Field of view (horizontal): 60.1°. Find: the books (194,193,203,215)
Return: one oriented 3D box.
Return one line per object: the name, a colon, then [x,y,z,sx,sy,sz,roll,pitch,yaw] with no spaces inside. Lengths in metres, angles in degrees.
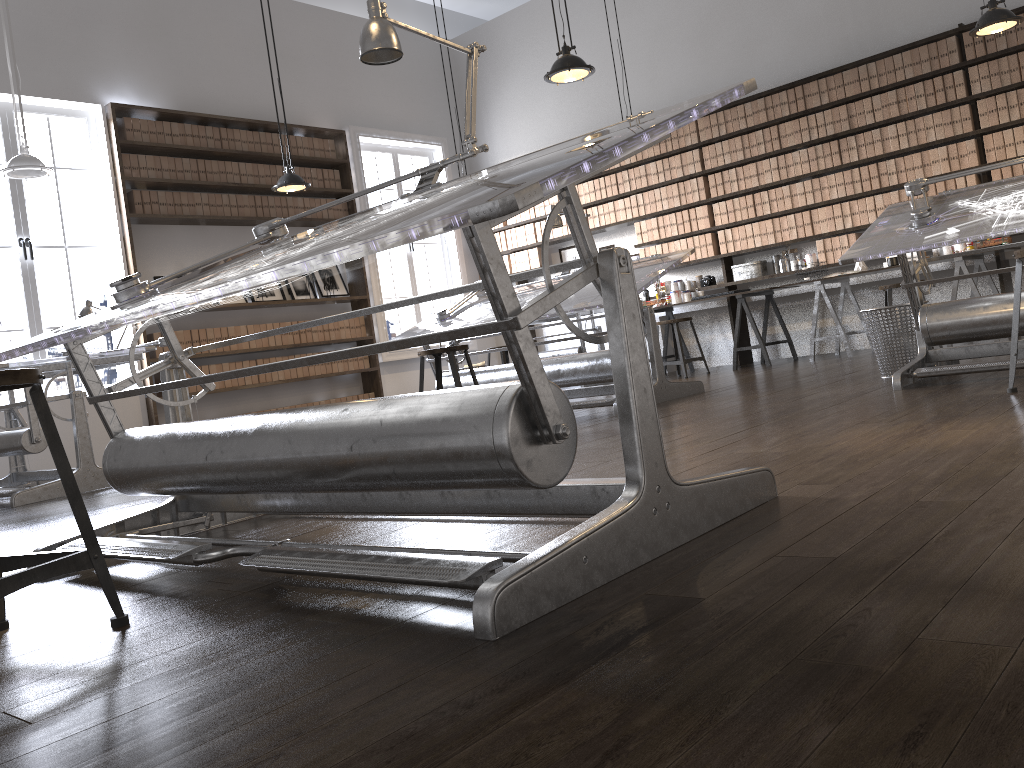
books: [-2.882,-1.601,8.019,0.174,0.226,0.067,-9,-1,41]

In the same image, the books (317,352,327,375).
books: [-1.940,-0.198,8.820,0.174,0.226,0.067,-9,-1,41]

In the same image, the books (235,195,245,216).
books: [-2.601,-1.653,8.339,0.174,0.226,0.067,-9,-1,41]

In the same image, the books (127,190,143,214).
books: [-3.248,-1.533,7.599,0.174,0.226,0.067,-9,-1,41]

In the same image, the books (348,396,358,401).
books: [-1.649,0.238,9.065,0.174,0.226,0.067,-9,-1,41]

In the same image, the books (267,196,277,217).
books: [-2.376,-1.695,8.604,0.174,0.226,0.067,-9,-1,41]

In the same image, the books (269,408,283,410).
books: [-2.227,0.345,8.386,0.174,0.226,0.067,-9,-1,41]

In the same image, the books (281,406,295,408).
books: [-2.142,0.329,8.490,0.174,0.226,0.067,-9,-1,41]

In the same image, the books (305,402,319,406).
books: [-1.959,0.296,8.697,0.174,0.226,0.067,-9,-1,41]

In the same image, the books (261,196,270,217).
books: [-2.425,-1.686,8.553,0.174,0.226,0.067,-9,-1,41]

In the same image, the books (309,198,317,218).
books: [-2.065,-1.752,8.970,0.174,0.226,0.067,-9,-1,41]

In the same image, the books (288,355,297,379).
books: [-2.168,-0.156,8.553,0.174,0.226,0.067,-9,-1,41]

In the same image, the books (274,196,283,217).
books: [-2.333,-1.703,8.660,0.174,0.226,0.067,-9,-1,41]

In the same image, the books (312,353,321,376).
books: [-1.983,-0.190,8.765,0.174,0.226,0.067,-9,-1,41]

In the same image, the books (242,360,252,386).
books: [-2.490,-0.096,8.175,0.174,0.226,0.067,-9,-1,41]

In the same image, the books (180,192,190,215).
books: [-2.964,-1.585,7.919,0.174,0.226,0.067,-9,-1,41]

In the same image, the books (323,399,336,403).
books: [-1.827,0.271,8.849,0.174,0.226,0.067,-9,-1,41]

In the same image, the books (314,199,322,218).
books: [-2.021,-1.760,9.024,0.174,0.226,0.067,-9,-1,41]

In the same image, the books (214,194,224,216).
books: [-2.746,-1.626,8.182,0.174,0.226,0.067,-9,-1,41]

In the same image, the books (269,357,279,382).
books: [-2.302,-0.131,8.389,0.174,0.226,0.067,-9,-1,41]

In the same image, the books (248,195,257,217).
books: [-2.522,-1.667,8.441,0.174,0.226,0.067,-9,-1,41]

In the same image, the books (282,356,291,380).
books: [-2.215,-0.147,8.501,0.174,0.226,0.067,-9,-1,41]

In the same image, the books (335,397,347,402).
books: [-1.741,0.255,8.957,0.174,0.226,0.067,-9,-1,41]

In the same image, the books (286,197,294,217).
books: [-2.238,-1.720,8.761,0.174,0.226,0.067,-9,-1,41]

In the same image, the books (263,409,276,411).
books: [-2.277,0.355,8.331,0.174,0.226,0.067,-9,-1,41]

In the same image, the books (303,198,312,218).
books: [-2.108,-1.744,8.914,0.174,0.226,0.067,-9,-1,41]

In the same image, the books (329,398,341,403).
books: [-1.787,0.264,8.903,0.174,0.226,0.067,-9,-1,41]

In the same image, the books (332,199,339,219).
books: [-1.880,-1.786,9.176,0.174,0.226,0.067,-9,-1,41]

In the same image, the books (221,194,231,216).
books: [-2.698,-1.635,8.232,0.174,0.226,0.067,-9,-1,41]

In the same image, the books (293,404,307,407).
books: [-2.055,0.313,8.595,0.174,0.226,0.067,-9,-1,41]

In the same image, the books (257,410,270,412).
books: [-2.322,0.363,8.274,0.174,0.226,0.067,-9,-1,41]

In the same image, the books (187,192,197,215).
books: [-2.924,-1.593,7.972,0.174,0.226,0.067,-9,-1,41]

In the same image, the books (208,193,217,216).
books: [-2.790,-1.618,8.128,0.174,0.226,0.067,-9,-1,41]

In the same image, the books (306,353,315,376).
books: [-2.027,-0.182,8.708,0.174,0.226,0.067,-9,-1,41]

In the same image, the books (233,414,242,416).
books: [-2.502,0.396,8.067,0.174,0.226,0.067,-9,-1,41]

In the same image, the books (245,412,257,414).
books: [-2.413,0.380,8.174,0.174,0.226,0.067,-9,-1,41]

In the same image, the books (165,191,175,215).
books: [-3.058,-1.568,7.818,0.174,0.226,0.067,-9,-1,41]

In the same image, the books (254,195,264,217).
books: [-2.470,-1.677,8.493,0.174,0.226,0.067,-9,-1,41]

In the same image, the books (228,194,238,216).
books: [-2.648,-1.644,8.285,0.174,0.226,0.067,-9,-1,41]

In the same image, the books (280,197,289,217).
books: [-2.287,-1.711,8.714,0.174,0.226,0.067,-9,-1,41]

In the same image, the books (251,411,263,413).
books: [-2.369,0.372,8.219,0.174,0.226,0.067,-9,-1,41]

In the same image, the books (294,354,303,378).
books: [-2.119,-0.165,8.609,0.174,0.226,0.067,-9,-1,41]

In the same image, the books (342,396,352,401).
books: [-1.692,0.246,9.008,0.174,0.226,0.067,-9,-1,41]

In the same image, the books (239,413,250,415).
books: [-2.458,0.388,8.126,0.174,0.226,0.067,-9,-1,41]

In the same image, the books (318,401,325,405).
books: [-1.914,0.287,8.753,0.174,0.226,0.067,-9,-1,41]

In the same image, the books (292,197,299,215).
books: [-2.198,-1.728,8.814,0.174,0.226,0.067,-9,-1,41]

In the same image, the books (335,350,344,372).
books: [-1.799,-0.224,8.978,0.174,0.226,0.067,-9,-1,41]

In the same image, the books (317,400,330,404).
books: [-1.874,0.280,8.801,0.174,0.226,0.067,-9,-1,41]

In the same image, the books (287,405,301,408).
books: [-2.095,0.321,8.538,0.174,0.226,0.067,-9,-1,41]

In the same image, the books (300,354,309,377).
books: [-2.074,-0.173,8.654,0.174,0.226,0.067,-9,-1,41]

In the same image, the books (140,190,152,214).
books: [-3.196,-1.543,7.651,0.174,0.226,0.067,-9,-1,41]

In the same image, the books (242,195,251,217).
books: [-2.563,-1.660,8.390,0.174,0.226,0.067,-9,-1,41]

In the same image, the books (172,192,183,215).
books: [-3.012,-1.577,7.872,0.174,0.226,0.067,-9,-1,41]

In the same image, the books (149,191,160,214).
books: [-3.151,-1.551,7.712,0.174,0.226,0.067,-9,-1,41]

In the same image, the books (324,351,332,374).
books: [-1.893,-0.207,8.872,0.174,0.226,0.067,-9,-1,41]

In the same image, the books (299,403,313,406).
books: [-2.008,0.305,8.646,0.174,0.226,0.067,-9,-1,41]

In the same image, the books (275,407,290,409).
books: [-2.182,0.337,8.442,0.174,0.226,0.067,-9,-1,41]

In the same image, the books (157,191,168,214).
books: [-3.101,-1.560,7.762,0.174,0.226,0.067,-9,-1,41]

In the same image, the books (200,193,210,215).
books: [-2.833,-1.610,8.072,0.174,0.226,0.067,-9,-1,41]
